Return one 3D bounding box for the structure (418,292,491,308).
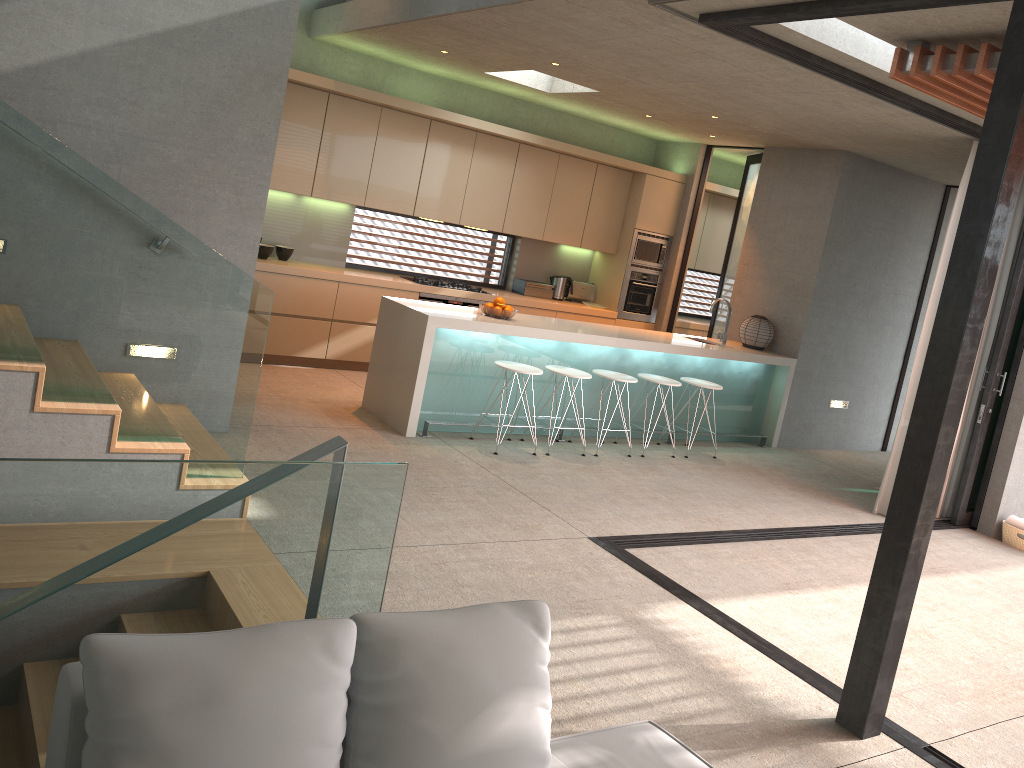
[{"bbox_3d":[-0.602,-0.620,8.811,0.824,0.496,0.080,5,8,-35],"label":"structure"}]

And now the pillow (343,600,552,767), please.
[{"bbox_3d":[-0.118,0.719,1.813,0.490,0.479,0.270,6,9,-34],"label":"pillow"}]

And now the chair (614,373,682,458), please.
[{"bbox_3d":[1.177,0.258,7.439,0.380,0.618,0.387,7,8,-35],"label":"chair"}]

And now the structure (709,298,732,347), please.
[{"bbox_3d":[1.959,-0.599,8.443,0.096,0.438,0.262,7,8,-35],"label":"structure"}]

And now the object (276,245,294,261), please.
[{"bbox_3d":[-2.122,-1.212,8.217,0.171,0.125,0.169,19,11,41],"label":"object"}]

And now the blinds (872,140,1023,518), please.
[{"bbox_3d":[3.480,-0.368,6.906,0.881,2.910,0.232,7,7,-38],"label":"blinds"}]

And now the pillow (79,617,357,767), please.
[{"bbox_3d":[-0.512,0.679,1.543,0.490,0.494,0.241,6,8,-34],"label":"pillow"}]

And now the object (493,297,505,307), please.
[{"bbox_3d":[-0.102,-0.653,7.098,0.094,0.093,0.095,9,8,-15],"label":"object"}]

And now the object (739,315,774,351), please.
[{"bbox_3d":[2.446,-0.520,8.836,0.339,0.332,0.344,4,11,-43],"label":"object"}]

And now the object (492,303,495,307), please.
[{"bbox_3d":[-0.179,-0.613,7.119,0.087,0.086,0.087,14,8,15],"label":"object"}]

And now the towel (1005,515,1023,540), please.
[{"bbox_3d":[4.038,1.223,6.838,0.308,0.309,0.374,6,10,-34],"label":"towel"}]

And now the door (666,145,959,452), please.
[{"bbox_3d":[-0.042,0.100,4.596,5.824,4.434,15.351,16,11,27],"label":"door"}]

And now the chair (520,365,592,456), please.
[{"bbox_3d":[0.378,0.201,6.887,0.380,0.618,0.387,7,8,-35],"label":"chair"}]

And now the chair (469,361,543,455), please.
[{"bbox_3d":[-0.010,0.172,6.620,0.380,0.618,0.387,7,8,-35],"label":"chair"}]

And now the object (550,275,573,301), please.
[{"bbox_3d":[0.547,-1.094,10.027,0.276,0.283,0.180,7,8,-29],"label":"object"}]

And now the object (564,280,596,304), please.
[{"bbox_3d":[0.776,-1.069,10.246,0.388,0.245,0.152,5,9,-35],"label":"object"}]

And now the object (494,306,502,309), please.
[{"bbox_3d":[-0.114,-0.572,6.981,0.081,0.080,0.081,11,8,-6],"label":"object"}]

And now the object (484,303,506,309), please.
[{"bbox_3d":[-0.145,-0.594,7.021,0.174,0.099,0.097,13,8,10],"label":"object"}]

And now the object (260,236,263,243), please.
[{"bbox_3d":[-2.405,-1.271,8.058,0.227,0.186,0.225,17,10,32],"label":"object"}]

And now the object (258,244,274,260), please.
[{"bbox_3d":[-2.243,-1.192,7.975,0.171,0.125,0.169,19,11,41],"label":"object"}]

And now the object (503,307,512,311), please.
[{"bbox_3d":[-0.039,-0.568,7.019,0.086,0.086,0.088,4,11,-44],"label":"object"}]

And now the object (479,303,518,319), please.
[{"bbox_3d":[-0.115,-0.577,7.070,0.314,0.081,0.320,4,12,-34],"label":"object"}]

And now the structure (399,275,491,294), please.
[{"bbox_3d":[-0.672,-0.994,8.985,0.835,0.090,0.470,4,12,-34],"label":"structure"}]

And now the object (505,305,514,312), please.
[{"bbox_3d":[-0.035,-0.587,7.111,0.094,0.093,0.095,3,11,-46],"label":"object"}]

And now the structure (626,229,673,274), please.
[{"bbox_3d":[1.452,-1.561,10.245,0.594,0.433,0.466,5,10,-35],"label":"structure"}]

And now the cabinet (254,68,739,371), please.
[{"bbox_3d":[0.582,-1.149,9.022,7.439,2.544,1.993,5,10,-34],"label":"cabinet"}]

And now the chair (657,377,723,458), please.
[{"bbox_3d":[1.590,0.288,7.724,0.380,0.618,0.387,7,8,-35],"label":"chair"}]

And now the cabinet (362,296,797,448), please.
[{"bbox_3d":[0.791,-0.033,7.829,4.104,0.891,0.812,4,10,-34],"label":"cabinet"}]

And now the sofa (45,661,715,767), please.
[{"bbox_3d":[0.016,1.018,1.671,1.589,0.726,1.027,5,11,-34],"label":"sofa"}]

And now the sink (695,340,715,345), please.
[{"bbox_3d":[1.855,-0.324,8.576,0.372,0.133,0.380,5,12,-34],"label":"sink"}]

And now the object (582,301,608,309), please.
[{"bbox_3d":[0.938,-0.887,10.024,0.312,0.034,0.311,16,11,23],"label":"object"}]

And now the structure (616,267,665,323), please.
[{"bbox_3d":[1.362,-1.064,10.280,0.594,0.575,0.504,6,9,-35],"label":"structure"}]

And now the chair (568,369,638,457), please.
[{"bbox_3d":[0.771,0.229,7.157,0.380,0.618,0.387,7,8,-35],"label":"chair"}]

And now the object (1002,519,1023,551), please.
[{"bbox_3d":[4.147,1.286,6.932,0.677,0.298,0.452,5,11,-35],"label":"object"}]

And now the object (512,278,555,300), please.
[{"bbox_3d":[0.238,-1.063,9.873,0.398,0.158,0.244,5,11,-34],"label":"object"}]
